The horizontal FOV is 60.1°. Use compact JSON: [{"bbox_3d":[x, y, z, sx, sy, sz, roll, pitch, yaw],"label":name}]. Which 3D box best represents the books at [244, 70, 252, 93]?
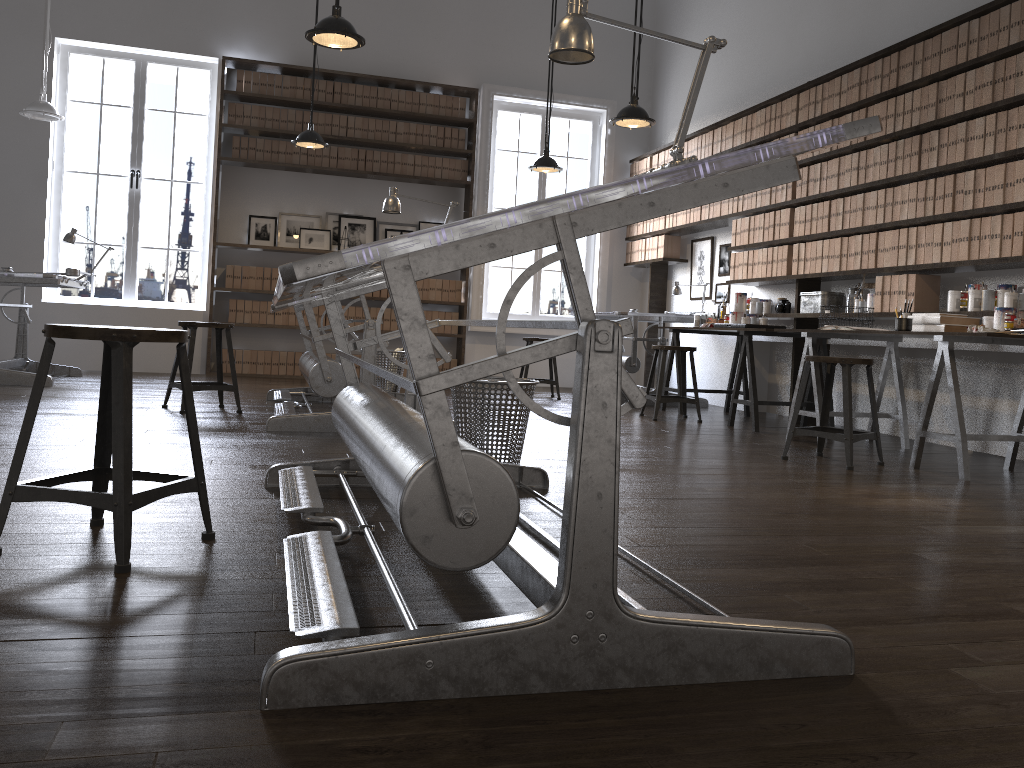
[{"bbox_3d":[-2.540,-2.879,8.520,0.066,0.225,0.175,3,1,-16],"label":"books"}]

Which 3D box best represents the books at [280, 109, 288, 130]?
[{"bbox_3d":[-2.223,-2.549,8.620,0.066,0.225,0.175,3,1,-16],"label":"books"}]

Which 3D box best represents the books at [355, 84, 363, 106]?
[{"bbox_3d":[-1.528,-2.842,8.803,0.066,0.225,0.175,3,1,-16],"label":"books"}]

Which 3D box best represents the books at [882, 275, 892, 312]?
[{"bbox_3d":[2.364,-0.545,5.417,0.174,0.225,0.067,3,1,-15],"label":"books"}]

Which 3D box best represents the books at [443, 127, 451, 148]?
[{"bbox_3d":[-0.674,-2.492,9.044,0.067,0.226,0.175,3,1,-16],"label":"books"}]

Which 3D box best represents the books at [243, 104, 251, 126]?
[{"bbox_3d":[-2.550,-2.561,8.525,0.067,0.226,0.175,3,1,-16],"label":"books"}]

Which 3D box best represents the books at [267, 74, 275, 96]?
[{"bbox_3d":[-2.337,-2.872,8.581,0.066,0.225,0.175,3,1,-16],"label":"books"}]

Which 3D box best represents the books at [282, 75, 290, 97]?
[{"bbox_3d":[-2.199,-2.867,8.617,0.066,0.225,0.175,3,1,-16],"label":"books"}]

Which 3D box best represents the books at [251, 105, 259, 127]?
[{"bbox_3d":[-2.481,-2.558,8.546,0.066,0.225,0.175,3,1,-16],"label":"books"}]

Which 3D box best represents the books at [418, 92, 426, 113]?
[{"bbox_3d":[-0.919,-2.820,8.969,0.067,0.226,0.175,3,1,-16],"label":"books"}]

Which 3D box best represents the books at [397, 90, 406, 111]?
[{"bbox_3d":[-1.121,-2.827,8.915,0.066,0.225,0.175,3,1,-16],"label":"books"}]

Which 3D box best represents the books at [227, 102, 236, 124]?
[{"bbox_3d":[-2.686,-2.566,8.493,0.066,0.225,0.175,3,1,-16],"label":"books"}]

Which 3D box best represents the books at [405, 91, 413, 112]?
[{"bbox_3d":[-1.055,-2.825,8.938,0.066,0.225,0.175,3,1,-16],"label":"books"}]

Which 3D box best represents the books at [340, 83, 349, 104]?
[{"bbox_3d":[-1.662,-2.847,8.769,0.066,0.225,0.175,3,1,-16],"label":"books"}]

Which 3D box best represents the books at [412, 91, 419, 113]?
[{"bbox_3d":[-0.988,-2.822,8.954,0.066,0.225,0.175,3,1,-16],"label":"books"}]

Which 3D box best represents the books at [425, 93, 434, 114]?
[{"bbox_3d":[-0.850,-2.817,8.990,0.066,0.225,0.175,3,1,-16],"label":"books"}]

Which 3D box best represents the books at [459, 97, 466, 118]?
[{"bbox_3d":[-0.523,-2.805,9.079,0.066,0.225,0.175,3,1,-16],"label":"books"}]

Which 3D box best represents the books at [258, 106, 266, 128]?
[{"bbox_3d":[-2.421,-2.556,8.564,0.066,0.225,0.175,3,1,-16],"label":"books"}]

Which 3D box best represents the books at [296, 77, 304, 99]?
[{"bbox_3d":[-2.073,-2.862,8.649,0.067,0.226,0.175,3,1,-16],"label":"books"}]

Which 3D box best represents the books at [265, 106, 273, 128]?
[{"bbox_3d":[-2.355,-2.554,8.578,0.067,0.226,0.175,3,1,-16],"label":"books"}]

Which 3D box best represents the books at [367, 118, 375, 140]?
[{"bbox_3d":[-1.412,-2.519,8.838,0.067,0.226,0.175,3,1,-16],"label":"books"}]

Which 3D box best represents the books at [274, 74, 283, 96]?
[{"bbox_3d":[-2.268,-2.869,8.596,0.067,0.226,0.175,3,1,-16],"label":"books"}]

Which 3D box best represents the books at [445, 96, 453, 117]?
[{"bbox_3d":[-0.661,-2.810,9.046,0.066,0.225,0.175,3,1,-16],"label":"books"}]

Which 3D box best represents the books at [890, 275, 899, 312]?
[{"bbox_3d":[2.383,-0.540,5.348,0.174,0.225,0.067,3,1,-15],"label":"books"}]

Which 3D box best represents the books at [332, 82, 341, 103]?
[{"bbox_3d":[-1.732,-2.849,8.744,0.067,0.226,0.175,3,1,-16],"label":"books"}]

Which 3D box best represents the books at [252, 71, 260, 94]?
[{"bbox_3d":[-2.471,-2.877,8.542,0.066,0.225,0.175,3,1,-16],"label":"books"}]

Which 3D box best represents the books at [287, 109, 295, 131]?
[{"bbox_3d":[-2.154,-2.546,8.635,0.066,0.225,0.175,3,1,-16],"label":"books"}]

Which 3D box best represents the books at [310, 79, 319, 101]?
[{"bbox_3d":[-1.942,-2.857,8.691,0.066,0.225,0.175,3,1,-16],"label":"books"}]

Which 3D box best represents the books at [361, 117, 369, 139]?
[{"bbox_3d":[-1.478,-2.522,8.825,0.066,0.225,0.175,3,1,-16],"label":"books"}]

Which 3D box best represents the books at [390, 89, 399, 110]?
[{"bbox_3d":[-1.190,-2.829,8.893,0.066,0.225,0.175,3,1,-16],"label":"books"}]

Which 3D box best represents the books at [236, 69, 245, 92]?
[{"bbox_3d":[-2.609,-2.882,8.500,0.067,0.226,0.175,3,1,-16],"label":"books"}]

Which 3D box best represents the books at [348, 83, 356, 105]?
[{"bbox_3d":[-1.597,-2.844,8.780,0.066,0.225,0.175,3,1,-16],"label":"books"}]

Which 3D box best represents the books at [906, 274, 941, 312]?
[{"bbox_3d":[2.421,-0.530,5.212,0.174,0.225,0.067,3,1,-16],"label":"books"}]

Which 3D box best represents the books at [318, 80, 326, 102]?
[{"bbox_3d":[-1.873,-2.855,8.706,0.066,0.225,0.175,3,1,-16],"label":"books"}]

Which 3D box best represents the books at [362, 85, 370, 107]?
[{"bbox_3d":[-1.462,-2.840,8.825,0.066,0.225,0.175,3,1,-16],"label":"books"}]

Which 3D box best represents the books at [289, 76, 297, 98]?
[{"bbox_3d":[-2.139,-2.865,8.636,0.066,0.225,0.175,3,1,-16],"label":"books"}]

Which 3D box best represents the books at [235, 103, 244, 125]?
[{"bbox_3d":[-2.619,-2.564,8.510,0.066,0.225,0.175,3,1,-16],"label":"books"}]

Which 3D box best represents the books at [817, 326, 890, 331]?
[{"bbox_3d":[1.944,-0.310,5.016,0.256,0.029,0.355,2,3,-15],"label":"books"}]

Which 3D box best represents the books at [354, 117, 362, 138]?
[{"bbox_3d":[-1.538,-2.524,8.807,0.066,0.225,0.175,3,1,-16],"label":"books"}]

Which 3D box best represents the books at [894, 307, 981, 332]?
[{"bbox_3d":[2.223,-0.331,4.680,0.385,0.147,0.295,2,3,-15],"label":"books"}]

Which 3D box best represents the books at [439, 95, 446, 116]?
[{"bbox_3d":[-0.724,-2.812,9.022,0.067,0.226,0.175,3,1,-16],"label":"books"}]

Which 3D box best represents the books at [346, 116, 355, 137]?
[{"bbox_3d":[-1.607,-2.526,8.786,0.067,0.226,0.175,3,1,-16],"label":"books"}]

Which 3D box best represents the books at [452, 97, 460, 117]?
[{"bbox_3d":[-0.592,-2.808,9.065,0.066,0.225,0.175,3,1,-16],"label":"books"}]

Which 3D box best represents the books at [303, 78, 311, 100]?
[{"bbox_3d":[-2.010,-2.860,8.672,0.066,0.225,0.175,3,1,-16],"label":"books"}]

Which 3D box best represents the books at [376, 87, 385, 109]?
[{"bbox_3d":[-1.322,-2.835,8.861,0.066,0.225,0.175,3,1,-16],"label":"books"}]

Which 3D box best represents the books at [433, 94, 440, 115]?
[{"bbox_3d":[-0.790,-2.815,9.009,0.066,0.225,0.175,3,1,-16],"label":"books"}]

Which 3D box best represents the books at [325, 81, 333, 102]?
[{"bbox_3d":[-1.805,-2.852,8.730,0.066,0.225,0.175,3,1,-16],"label":"books"}]

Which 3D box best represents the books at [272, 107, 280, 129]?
[{"bbox_3d":[-2.292,-2.552,8.601,0.066,0.225,0.175,3,1,-16],"label":"books"}]

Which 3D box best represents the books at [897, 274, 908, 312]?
[{"bbox_3d":[2.398,-0.535,5.279,0.174,0.225,0.067,3,1,-16],"label":"books"}]

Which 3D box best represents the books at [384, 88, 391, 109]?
[{"bbox_3d":[-1.260,-2.832,8.873,0.067,0.226,0.175,3,1,-16],"label":"books"}]

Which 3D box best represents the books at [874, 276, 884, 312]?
[{"bbox_3d":[2.341,-0.550,5.480,0.174,0.226,0.067,3,1,-16],"label":"books"}]

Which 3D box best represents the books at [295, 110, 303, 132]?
[{"bbox_3d":[-2.087,-2.544,8.658,0.066,0.225,0.175,3,1,-16],"label":"books"}]

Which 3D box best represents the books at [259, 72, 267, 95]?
[{"bbox_3d":[-2.405,-2.875,8.564,0.066,0.225,0.175,3,1,-16],"label":"books"}]

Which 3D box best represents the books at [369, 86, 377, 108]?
[{"bbox_3d":[-1.394,-2.837,8.842,0.066,0.225,0.175,3,1,-16],"label":"books"}]
